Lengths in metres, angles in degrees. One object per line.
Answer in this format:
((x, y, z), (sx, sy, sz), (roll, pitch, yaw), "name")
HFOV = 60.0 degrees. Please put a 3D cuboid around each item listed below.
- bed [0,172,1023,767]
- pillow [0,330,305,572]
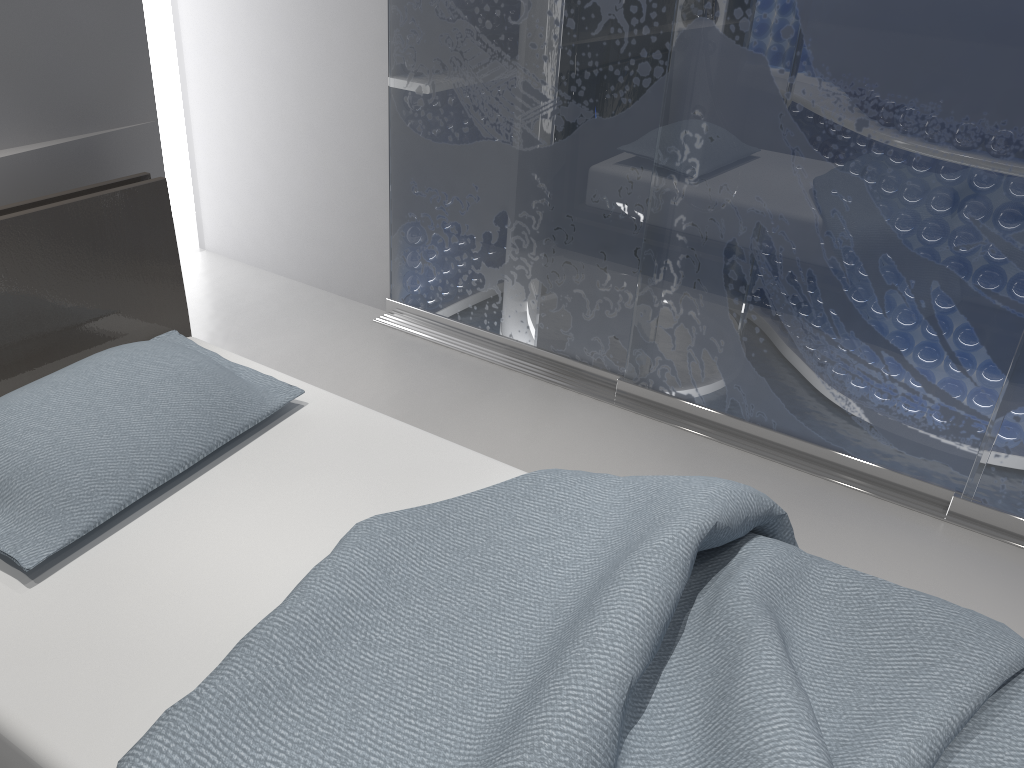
((-0.250, 0.357, 1.469), (2.319, 0.752, 1.411), (20, 33, 26), "bed")
((-0.818, 0.067, 1.808), (0.417, 0.173, 0.746), (17, 31, 22), "pillow")
